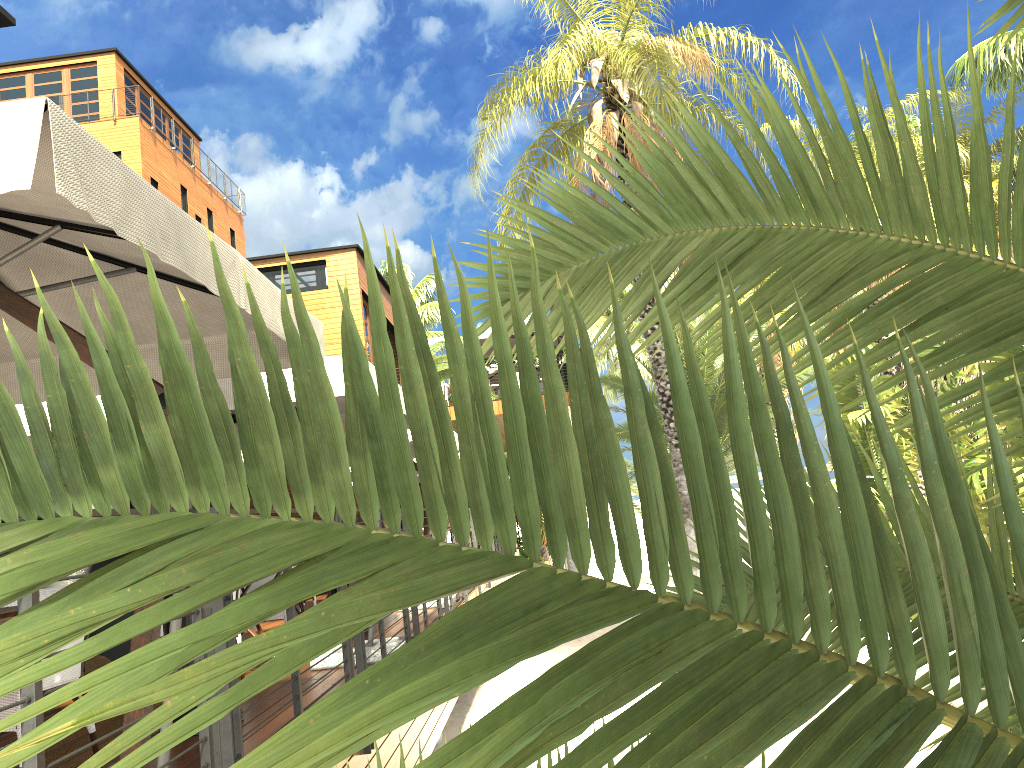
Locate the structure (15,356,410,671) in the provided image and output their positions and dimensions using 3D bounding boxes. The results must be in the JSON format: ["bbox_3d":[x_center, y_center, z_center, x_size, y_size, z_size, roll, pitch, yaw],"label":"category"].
[{"bbox_3d":[-1.921,0.855,6.336,2.413,2.340,2.407,-7,-9,1],"label":"structure"}]

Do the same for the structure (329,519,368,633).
[{"bbox_3d":[-1.553,1.114,7.983,0.699,2.199,0.697,-5,-9,-11],"label":"structure"}]

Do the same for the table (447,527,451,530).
[{"bbox_3d":[-1.493,3.035,16.188,0.931,0.751,0.929,-7,-9,1],"label":"table"}]

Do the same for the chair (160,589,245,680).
[{"bbox_3d":[-1.970,1.505,5.365,0.627,0.790,0.615,-7,-9,2],"label":"chair"}]

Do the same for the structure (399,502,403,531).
[{"bbox_3d":[-1.417,1.574,11.269,0.699,2.199,0.697,-5,-9,-11],"label":"structure"}]

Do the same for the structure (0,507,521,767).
[{"bbox_3d":[-0.419,2.519,13.822,0.163,1.156,26.193,-7,-8,1],"label":"structure"}]

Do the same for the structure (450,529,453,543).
[{"bbox_3d":[-1.146,2.498,17.868,0.699,2.199,0.697,-5,-9,-11],"label":"structure"}]

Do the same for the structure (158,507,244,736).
[{"bbox_3d":[-1.691,0.644,4.629,0.699,2.199,0.697,-5,-9,-11],"label":"structure"}]

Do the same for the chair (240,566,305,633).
[{"bbox_3d":[-1.882,1.717,6.898,0.627,0.790,0.615,-7,-9,2],"label":"chair"}]

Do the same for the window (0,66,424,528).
[{"bbox_3d":[-8.728,-4.197,20.741,14.494,18.016,38.291,-4,-9,-21],"label":"window"}]

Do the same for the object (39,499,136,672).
[{"bbox_3d":[-3.352,1.624,7.142,0.769,1.401,0.769,-5,-9,-14],"label":"object"}]

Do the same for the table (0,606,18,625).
[{"bbox_3d":[-2.043,1.163,2.813,0.931,0.751,0.929,-7,-9,1],"label":"table"}]

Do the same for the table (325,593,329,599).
[{"bbox_3d":[-1.768,2.098,9.496,0.931,0.751,0.929,-7,-9,1],"label":"table"}]

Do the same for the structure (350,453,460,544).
[{"bbox_3d":[-1.647,1.788,13.000,2.413,2.340,2.407,-7,-9,1],"label":"structure"}]

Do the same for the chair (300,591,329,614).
[{"bbox_3d":[-1.831,1.979,8.750,0.627,0.790,0.615,-7,-9,2],"label":"chair"}]

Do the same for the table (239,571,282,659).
[{"bbox_3d":[-1.906,1.630,6.155,0.931,0.751,0.929,-7,-9,1],"label":"table"}]

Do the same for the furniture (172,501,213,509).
[{"bbox_3d":[-5.521,2.201,13.790,2.617,2.731,2.686,-6,-9,-8],"label":"furniture"}]

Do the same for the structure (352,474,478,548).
[{"bbox_3d":[-1.510,2.254,16.333,2.413,2.340,2.407,-7,-9,1],"label":"structure"}]

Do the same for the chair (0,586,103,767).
[{"bbox_3d":[-2.019,1.253,3.587,0.627,0.790,0.615,-7,-9,2],"label":"chair"}]

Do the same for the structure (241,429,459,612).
[{"bbox_3d":[-1.784,1.321,9.668,2.413,2.340,2.407,-7,-9,1],"label":"structure"}]

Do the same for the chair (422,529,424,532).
[{"bbox_3d":[-1.605,2.663,13.654,0.627,0.790,0.615,-7,-9,2],"label":"chair"}]

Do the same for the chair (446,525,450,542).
[{"bbox_3d":[-1.466,3.135,17.026,0.627,0.790,0.615,-7,-9,2],"label":"chair"}]

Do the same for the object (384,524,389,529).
[{"bbox_3d":[-1.801,2.126,12.925,0.163,0.179,0.167,-8,-9,3],"label":"object"}]

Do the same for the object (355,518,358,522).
[{"bbox_3d":[-1.644,1.582,9.598,0.263,0.265,0.263,1,-12,-43],"label":"object"}]

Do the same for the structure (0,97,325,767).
[{"bbox_3d":[-2.058,0.388,3.004,2.413,2.340,2.407,-7,-9,1],"label":"structure"}]

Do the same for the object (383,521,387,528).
[{"bbox_3d":[-1.867,2.139,13.147,0.082,0.227,0.082,-7,-9,2],"label":"object"}]
